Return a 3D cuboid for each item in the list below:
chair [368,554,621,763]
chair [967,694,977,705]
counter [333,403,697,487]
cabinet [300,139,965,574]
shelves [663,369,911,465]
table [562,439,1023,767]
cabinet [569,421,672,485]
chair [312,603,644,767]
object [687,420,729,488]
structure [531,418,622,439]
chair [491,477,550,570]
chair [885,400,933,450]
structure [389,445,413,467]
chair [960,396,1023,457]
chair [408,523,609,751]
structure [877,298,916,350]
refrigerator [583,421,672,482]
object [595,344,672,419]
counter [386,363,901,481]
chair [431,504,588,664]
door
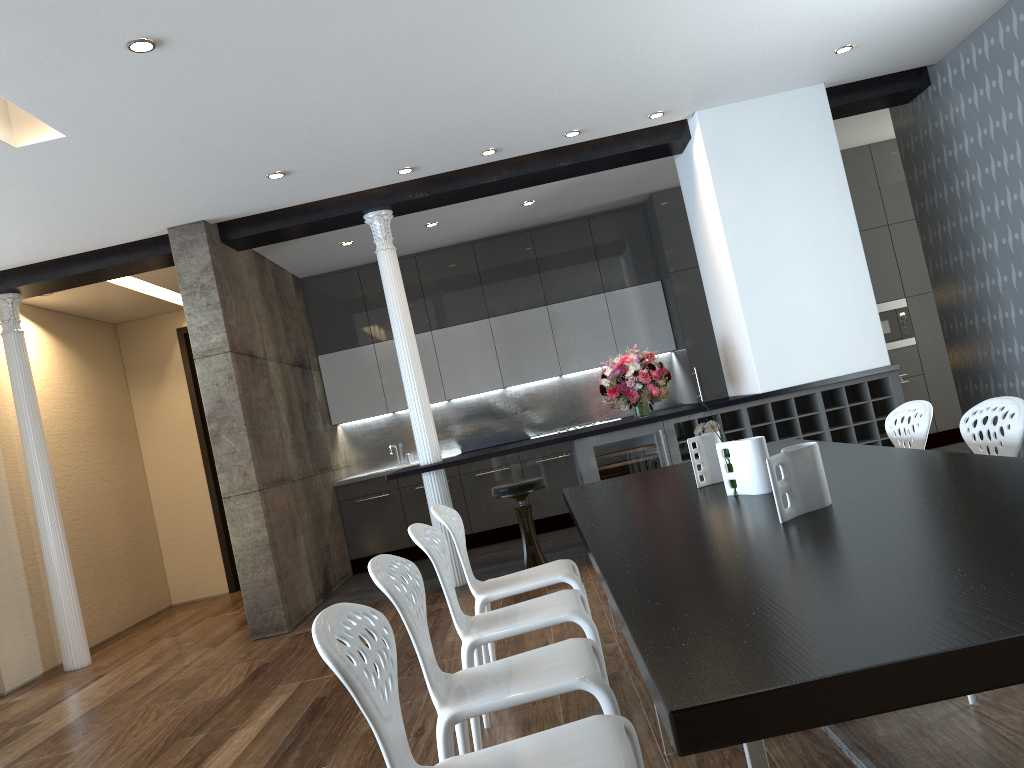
[{"bbox_3d":[-0.023,0.832,2.447,0.581,0.835,0.495,-12,-2,1],"label":"chair"},{"bbox_3d":[1.558,0.485,2.439,0.581,0.835,0.495,-12,-2,1],"label":"chair"},{"bbox_3d":[0.062,0.689,8.893,3.597,0.223,0.807,-12,-2,1],"label":"counter"},{"bbox_3d":[1.774,-0.404,8.894,7.409,2.980,0.827,-12,-2,1],"label":"cabinet"},{"bbox_3d":[2.003,0.531,6.715,1.700,0.897,0.900,-12,-2,1],"label":"shelves"},{"bbox_3d":[0.887,0.699,2.782,1.200,0.733,3.400,-12,-2,1],"label":"table"},{"bbox_3d":[0.859,0.782,6.726,0.642,0.897,0.900,-12,-2,1],"label":"cabinet"},{"bbox_3d":[-0.016,0.802,1.751,0.581,0.835,0.495,-12,-2,1],"label":"chair"},{"bbox_3d":[0.730,0.262,3.354,0.161,0.233,0.076,-12,-2,-18],"label":"object"},{"bbox_3d":[0.628,0.452,8.850,0.900,0.066,0.520,-12,-2,1],"label":"structure"},{"bbox_3d":[-0.674,1.195,2.926,16.134,0.952,21.556,-12,-2,1],"label":"chair"},{"bbox_3d":[1.582,0.537,3.842,0.581,0.835,0.495,-12,-2,1],"label":"chair"},{"bbox_3d":[-1.142,0.738,9.127,0.183,0.249,0.224,-12,-2,1],"label":"structure"},{"bbox_3d":[1.570,0.511,3.140,0.581,0.835,0.495,-12,-2,1],"label":"chair"},{"bbox_3d":[-0.001,0.857,3.183,0.581,0.835,0.495,-12,-2,1],"label":"chair"},{"bbox_3d":[3.533,-0.528,8.752,0.595,0.452,0.528,-12,-2,1],"label":"structure"},{"bbox_3d":[0.867,0.701,6.296,0.578,0.774,0.075,-13,-2,4],"label":"refrigerator"},{"bbox_3d":[0.921,-0.016,6.655,0.544,0.552,0.570,-13,-2,7],"label":"object"},{"bbox_3d":[0.926,0.288,6.743,3.700,0.040,1.000,-12,-2,1],"label":"counter"},{"bbox_3d":[0.015,0.882,3.884,0.581,0.835,0.495,-12,-2,1],"label":"chair"},{"bbox_3d":[-2.709,0.690,9.331,1.037,2.814,0.246,-12,-2,1],"label":"door"}]
